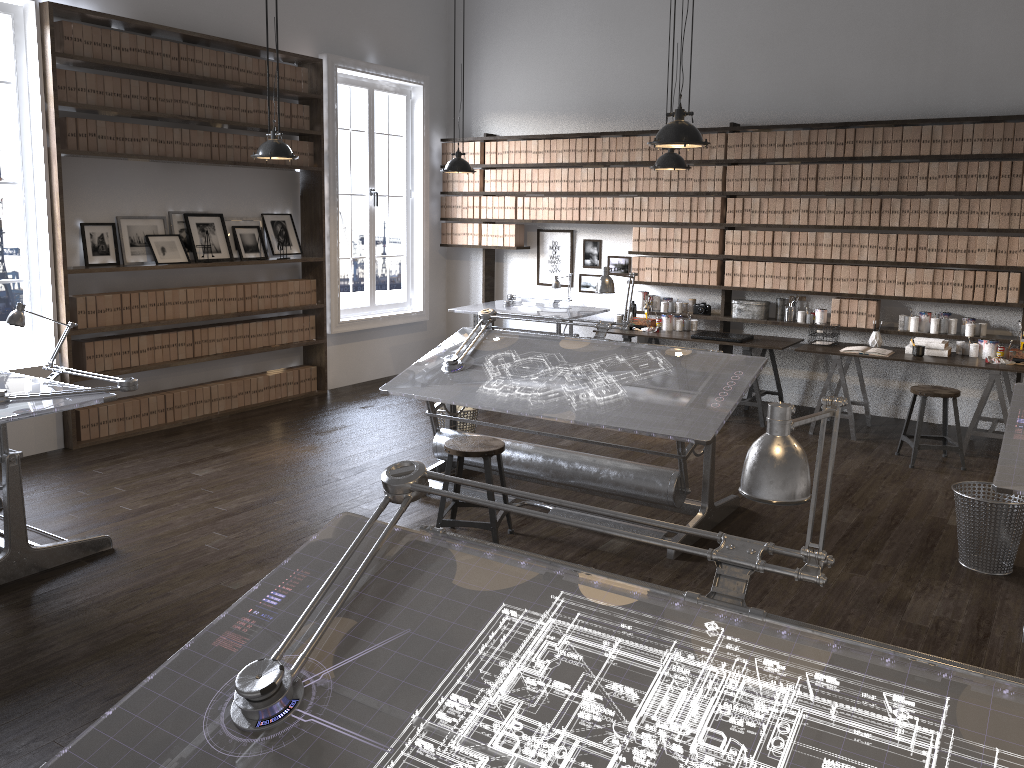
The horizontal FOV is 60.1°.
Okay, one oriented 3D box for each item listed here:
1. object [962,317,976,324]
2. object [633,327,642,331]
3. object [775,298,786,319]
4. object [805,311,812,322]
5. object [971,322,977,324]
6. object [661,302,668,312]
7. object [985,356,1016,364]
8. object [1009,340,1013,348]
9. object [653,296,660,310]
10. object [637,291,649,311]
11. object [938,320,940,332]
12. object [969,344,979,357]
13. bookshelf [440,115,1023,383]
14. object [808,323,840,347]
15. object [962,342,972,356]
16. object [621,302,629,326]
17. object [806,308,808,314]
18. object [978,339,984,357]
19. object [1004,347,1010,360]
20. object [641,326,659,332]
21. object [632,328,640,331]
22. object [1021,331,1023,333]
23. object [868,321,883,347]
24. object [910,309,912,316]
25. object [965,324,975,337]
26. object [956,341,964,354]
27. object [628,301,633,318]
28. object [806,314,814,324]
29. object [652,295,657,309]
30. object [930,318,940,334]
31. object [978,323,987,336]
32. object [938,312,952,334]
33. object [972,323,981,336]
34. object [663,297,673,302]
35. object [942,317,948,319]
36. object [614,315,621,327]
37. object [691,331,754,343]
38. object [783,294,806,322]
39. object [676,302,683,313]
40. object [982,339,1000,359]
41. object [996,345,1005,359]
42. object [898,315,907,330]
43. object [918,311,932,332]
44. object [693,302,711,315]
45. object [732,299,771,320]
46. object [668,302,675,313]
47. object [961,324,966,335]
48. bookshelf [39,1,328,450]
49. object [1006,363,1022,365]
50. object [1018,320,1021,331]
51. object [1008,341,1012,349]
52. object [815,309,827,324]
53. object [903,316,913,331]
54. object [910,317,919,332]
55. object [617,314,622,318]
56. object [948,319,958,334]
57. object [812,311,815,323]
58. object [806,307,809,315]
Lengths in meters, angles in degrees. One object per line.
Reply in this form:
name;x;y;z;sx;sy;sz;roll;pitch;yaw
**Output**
object;3.570;-0.453;6.928;0.094;0.129;0.095;4;10;20
object;1.119;-0.488;7.873;0.011;0.017;0.173;-3;12;-25
object;2.342;-0.653;7.730;0.079;0.187;0.079;3;9;12
object;2.528;-0.573;7.545;0.062;0.093;0.064;0;9;-5
object;3.573;-0.427;6.860;0.044;0.102;0.045;5;9;24
object;1.402;-0.709;8.160;0.062;0.094;0.062;4;9;18
object;3.508;-0.171;6.353;0.197;0.050;0.133;2;11;4
object;3.651;-0.251;6.502;0.033;0.146;0.005;6;10;32
object;1.350;-0.755;8.276;0.070;0.129;0.070;-2;9;-19
object;1.223;-0.773;8.268;0.107;0.175;0.108;7;11;34
object;3.346;-0.453;6.995;0.054;0.100;0.054;-6;11;-40
object;3.455;-0.250;6.622;0.062;0.094;0.062;0;9;-7
bookshelf;3.178;-0.529;7.167;9.202;3.184;0.375;8;10;32
object;2.526;-0.399;7.166;0.204;0.159;0.285;7;12;32
object;3.433;-0.263;6.688;0.063;0.093;0.063;-2;9;-16
object;1.031;-0.631;8.057;0.069;0.228;0.068;6;10;29
object;2.494;-0.577;7.474;0.028;0.126;0.004;6;9;31
object;3.559;-0.270;6.664;0.095;0.127;0.094;6;10;29
object;3.631;-0.222;6.524;0.060;0.088;0.060;8;11;37
object;1.216;-0.488;7.820;0.132;0.050;0.198;-5;12;-27
object;1.111;-0.483;7.884;0.005;0.005;0.159;-3;12;-22
object;3.701;-0.328;6.424;0.038;0.152;0.008;0;8;-8
object;2.905;-0.398;7.067;0.101;0.207;0.102;-1;9;-12
object;3.212;-0.515;7.108;0.041;0.167;0.009;7;10;36
object;3.505;-0.413;6.781;0.062;0.095;0.062;-3;10;-25
object;3.420;-0.276;6.753;0.062;0.094;0.062;-2;9;-16
object;1.070;-0.645;8.116;0.069;0.236;0.068;6;10;29
object;2.554;-0.562;7.508;0.181;0.093;0.062;-9;13;-43
object;1.339;-0.770;8.355;0.072;0.128;0.071;-1;9;-10
object;3.302;-0.452;6.919;0.062;0.118;0.062;1;9;1
object;3.630;-0.421;6.836;0.062;0.095;0.062;-3;10;-25
object;3.396;-0.478;6.976;0.094;0.160;0.206;7;11;34
object;3.568;-0.416;6.803;0.062;0.094;0.063;-3;10;-25
object;1.452;-0.740;8.259;0.094;0.127;0.095;-4;10;-26
object;3.399;-0.459;6.960;0.045;0.127;0.044;-6;11;-39
object;0.965;-0.576;8.093;0.068;0.104;0.068;8;11;37
object;1.761;-0.394;7.414;0.447;0.033;0.314;8;13;32
object;2.420;-0.672;7.583;0.181;0.270;0.157;4;9;17
object;1.533;-0.699;8.120;0.062;0.094;0.062;4;9;18
object;3.541;-0.254;6.549;0.105;0.140;0.104;9;12;40
object;3.575;-0.227;6.482;0.050;0.111;0.049;7;11;36
object;3.144;-0.494;7.125;0.062;0.118;0.062;-2;9;-16
object;3.282;-0.492;7.036;0.095;0.160;0.094;6;10;29
object;1.709;-0.680;7.992;0.171;0.108;0.091;7;11;32
object;2.098;-0.656;7.785;0.318;0.151;0.194;7;12;32
object;1.468;-0.703;8.136;0.062;0.093;0.063;4;9;18
object;3.511;-0.419;6.868;0.054;0.081;0.054;5;10;23
bookshelf;-2.541;-0.871;7.152;0.413;3.696;2.486;6;10;32
object;3.595;-0.146;6.288;0.171;0.017;0.011;1;9;1
object;3.698;-0.355;6.432;0.055;0.212;0.007;8;11;39
object;3.640;-0.252;6.502;0.040;0.129;0.005;6;9;31
object;2.593;-0.564;7.435;0.095;0.127;0.094;8;12;39
object;3.157;-0.481;7.060;0.063;0.117;0.063;-2;9;-16
object;3.179;-0.469;6.994;0.062;0.118;0.062;0;9;-7
object;0.999;-0.588;8.162;0.070;0.102;0.069;6;10;28
object;3.439;-0.449;6.913;0.062;0.118;0.062;1;9;1
object;2.561;-0.564;7.498;0.045;0.100;0.044;7;10;35
object;2.500;-0.585;7.475;0.041;0.124;0.008;4;9;21
